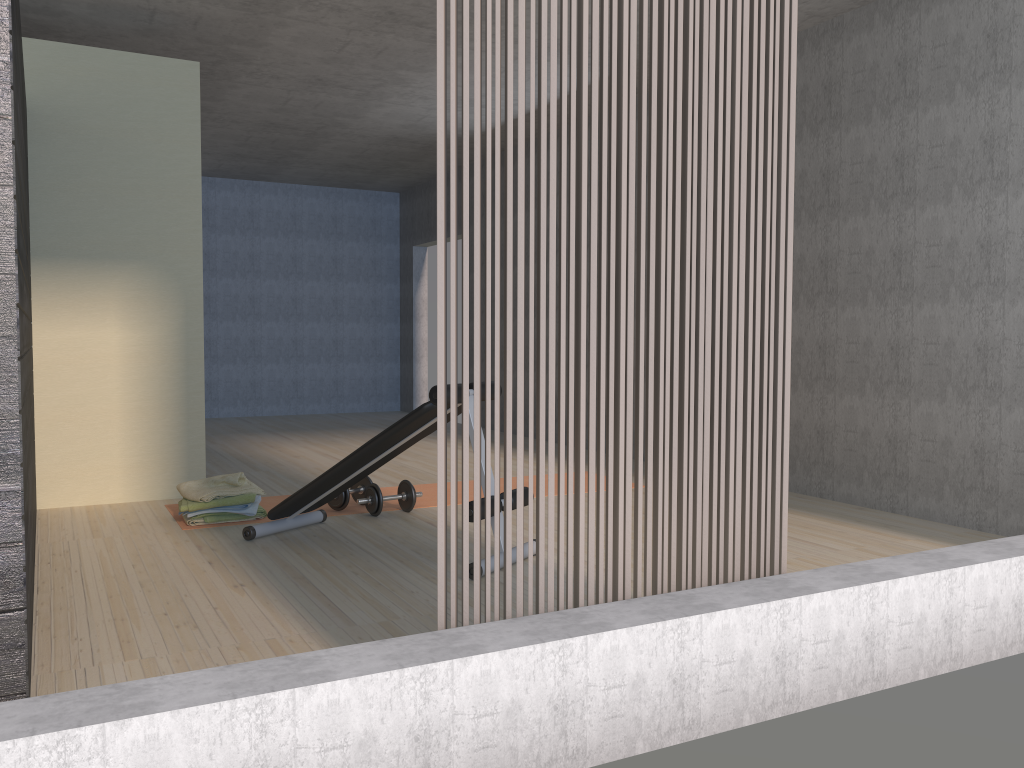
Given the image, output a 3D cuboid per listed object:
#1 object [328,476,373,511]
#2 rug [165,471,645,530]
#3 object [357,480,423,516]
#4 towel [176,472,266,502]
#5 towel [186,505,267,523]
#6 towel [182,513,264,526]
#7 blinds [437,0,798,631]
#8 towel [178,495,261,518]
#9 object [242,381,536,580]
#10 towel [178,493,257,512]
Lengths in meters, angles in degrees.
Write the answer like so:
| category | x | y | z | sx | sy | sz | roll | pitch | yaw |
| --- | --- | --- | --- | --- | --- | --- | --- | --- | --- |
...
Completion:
| category | x | y | z | sx | sy | sz | roll | pitch | yaw |
| --- | --- | --- | --- | --- | --- | --- | --- | --- | --- |
| object | -0.884 | 0.589 | 4.840 | 0.176 | 0.176 | 0.385 | 2 | 4 | 34 |
| rug | -0.540 | 0.661 | 5.273 | 2.779 | 0.002 | 0.716 | -1 | 3 | -28 |
| object | -0.647 | 0.606 | 4.719 | 0.385 | 0.176 | 0.176 | -2 | 4 | -36 |
| towel | -1.510 | 0.532 | 4.590 | 0.384 | 0.123 | 0.373 | -3 | 4 | -44 |
| towel | -1.498 | 0.647 | 4.613 | 0.380 | 0.081 | 0.367 | -2 | 3 | -30 |
| towel | -1.519 | 0.670 | 4.613 | 0.376 | 0.044 | 0.371 | -1 | 3 | -29 |
| blinds | 0.318 | -0.555 | 2.302 | 1.133 | 2.744 | 0.069 | -1 | 3 | -28 |
| towel | -1.504 | 0.623 | 4.588 | 0.383 | 0.078 | 0.383 | 0 | 3 | -11 |
| object | -0.556 | 0.356 | 3.941 | 1.312 | 0.746 | 0.505 | 2 | 3 | 31 |
| towel | -1.521 | 0.588 | 4.567 | 0.376 | 0.085 | 0.371 | -1 | 3 | -23 |
